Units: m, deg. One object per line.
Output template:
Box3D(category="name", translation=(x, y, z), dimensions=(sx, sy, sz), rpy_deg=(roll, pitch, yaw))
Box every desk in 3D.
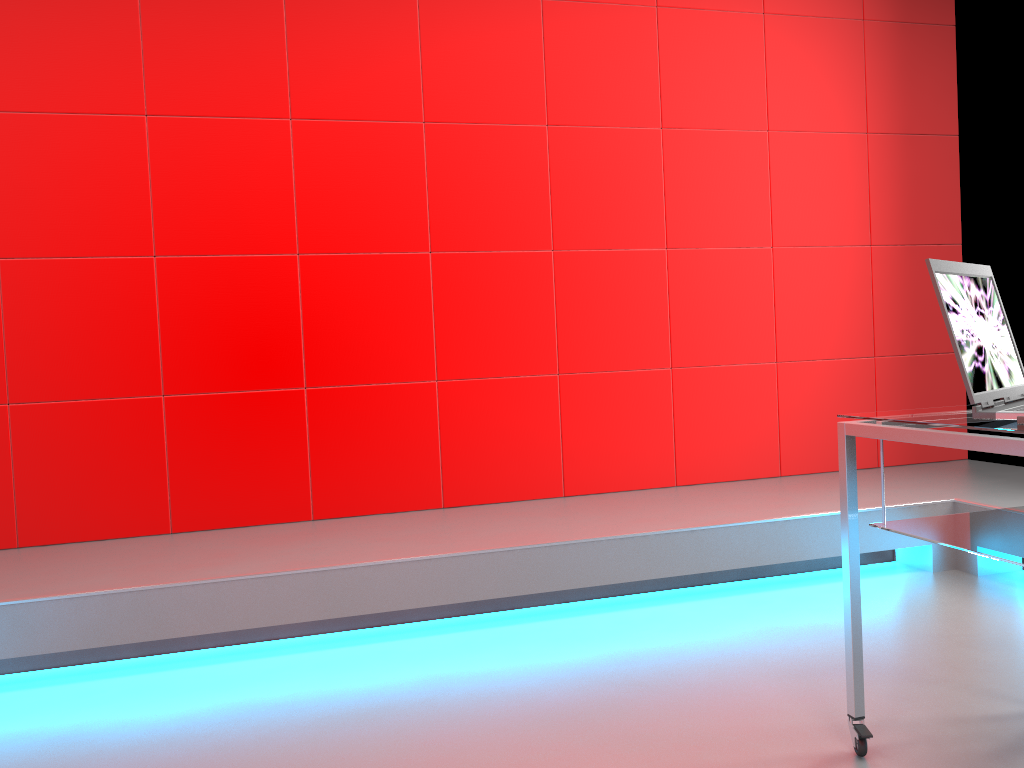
Box3D(category="desk", translation=(1.154, 0.408, 1.112), dimensions=(0.594, 0.690, 1.617), rpy_deg=(-3, 2, -16))

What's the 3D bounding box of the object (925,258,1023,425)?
Box3D(category="object", translation=(0.963, -0.086, 1.545), dimensions=(0.340, 0.285, 0.342), rpy_deg=(-1, 3, 44))
